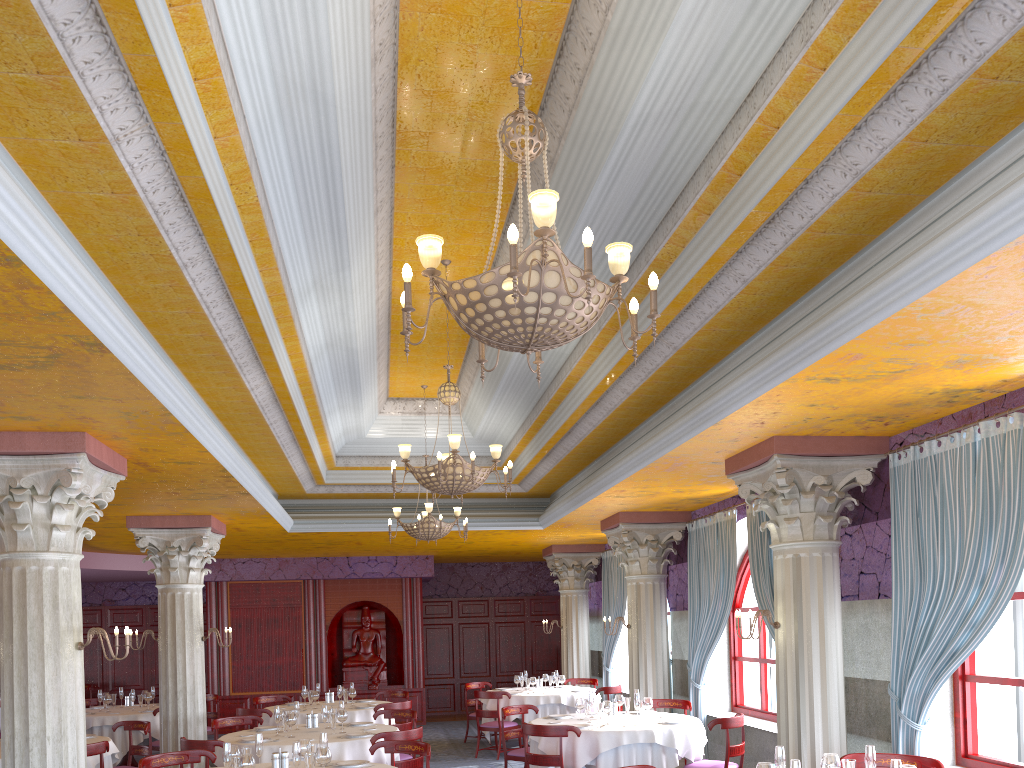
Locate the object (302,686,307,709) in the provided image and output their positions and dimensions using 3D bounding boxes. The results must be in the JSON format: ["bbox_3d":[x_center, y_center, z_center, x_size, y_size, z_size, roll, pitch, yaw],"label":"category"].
[{"bbox_3d":[-3.074,4.638,12.684,0.074,0.331,0.074,-2,-2,27],"label":"object"}]

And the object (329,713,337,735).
[{"bbox_3d":[-1.968,3.741,9.432,0.086,0.234,0.086,-2,-3,16],"label":"object"}]

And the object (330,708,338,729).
[{"bbox_3d":[-2.066,3.884,9.931,0.086,0.234,0.087,-1,-3,-6],"label":"object"}]

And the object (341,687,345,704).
[{"bbox_3d":[-2.647,4.832,13.295,0.122,0.260,0.124,-1,-4,-18],"label":"object"}]

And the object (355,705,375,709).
[{"bbox_3d":[-2.142,4.702,12.460,0.313,0.024,0.325,1,-16,-9],"label":"object"}]

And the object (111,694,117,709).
[{"bbox_3d":[-6.297,5.021,13.549,0.086,0.234,0.087,0,-3,-29],"label":"object"}]

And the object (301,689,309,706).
[{"bbox_3d":[-3.146,4.772,13.031,0.122,0.260,0.124,-1,-4,-18],"label":"object"}]

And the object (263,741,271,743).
[{"bbox_3d":[-2.558,3.734,8.936,0.022,0.003,0.258,-12,-19,33],"label":"object"}]

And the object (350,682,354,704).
[{"bbox_3d":[-2.456,4.749,13.143,0.074,0.331,0.074,-2,-2,27],"label":"object"}]

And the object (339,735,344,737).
[{"bbox_3d":[-1.825,3.803,9.270,0.030,0.010,0.141,-12,-19,36],"label":"object"}]

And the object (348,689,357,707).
[{"bbox_3d":[-2.382,4.685,12.796,0.122,0.260,0.124,-1,-4,-18],"label":"object"}]

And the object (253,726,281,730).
[{"bbox_3d":[-2.883,4.055,10.082,0.315,0.024,0.323,7,-18,-28],"label":"object"}]

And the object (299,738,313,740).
[{"bbox_3d":[-2.156,3.732,8.982,0.161,0.009,0.162,-11,-18,30],"label":"object"}]

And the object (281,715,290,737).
[{"bbox_3d":[-2.468,3.727,9.333,0.086,0.234,0.086,-2,-3,16],"label":"object"}]

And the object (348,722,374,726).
[{"bbox_3d":[-1.812,4.071,10.250,0.315,0.024,0.322,-8,-17,20],"label":"object"}]

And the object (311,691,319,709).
[{"bbox_3d":[-2.882,4.625,12.531,0.122,0.260,0.124,-1,-4,-18],"label":"object"}]

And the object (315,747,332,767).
[{"bbox_3d":[-1.427,2.885,6.489,0.122,0.260,0.124,-2,-4,5],"label":"object"}]

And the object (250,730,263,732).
[{"bbox_3d":[-2.958,4.023,9.925,0.257,0.003,0.022,-13,-19,35],"label":"object"}]

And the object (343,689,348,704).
[{"bbox_3d":[-2.563,4.820,13.212,0.086,0.234,0.087,-1,-3,-6],"label":"object"}]

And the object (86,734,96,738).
[{"bbox_3d":[-4.905,4.019,9.751,0.313,0.024,0.325,1,-16,-9],"label":"object"}]

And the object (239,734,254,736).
[{"bbox_3d":[-2.952,3.904,9.511,0.162,0.009,0.161,-15,-20,39],"label":"object"}]

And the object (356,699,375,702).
[{"bbox_3d":[-2.309,5.008,13.531,0.315,0.024,0.323,7,-18,-28],"label":"object"}]

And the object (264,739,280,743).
[{"bbox_3d":[-2.526,3.719,8.916,0.055,0.019,0.261,-13,-19,38],"label":"object"}]

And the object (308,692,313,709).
[{"bbox_3d":[-2.964,4.663,12.614,0.086,0.234,0.087,0,-3,-29],"label":"object"}]

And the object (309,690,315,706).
[{"bbox_3d":[-3.063,4.807,13.114,0.086,0.234,0.086,-2,-3,16],"label":"object"}]

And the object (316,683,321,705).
[{"bbox_3d":[-2.994,4.787,13.223,0.074,0.331,0.074,-2,-2,27],"label":"object"}]

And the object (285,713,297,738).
[{"bbox_3d":[-2.385,3.688,9.251,0.122,0.260,0.124,-1,-4,-18],"label":"object"}]

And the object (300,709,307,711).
[{"bbox_3d":[-3.023,4.655,12.197,0.055,0.019,0.261,-13,-19,38],"label":"object"}]

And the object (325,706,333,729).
[{"bbox_3d":[-2.150,3.896,10.014,0.122,0.260,0.124,-2,-4,5],"label":"object"}]

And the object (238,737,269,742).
[{"bbox_3d":[-2.715,3.749,9.011,0.313,0.024,0.325,1,-16,-9],"label":"object"}]

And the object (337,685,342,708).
[{"bbox_3d":[-2.536,4.600,12.605,0.074,0.331,0.074,-2,-2,27],"label":"object"}]

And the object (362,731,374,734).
[{"bbox_3d":[-1.549,3.818,9.369,0.262,0.019,0.055,-15,-19,40],"label":"object"}]

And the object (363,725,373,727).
[{"bbox_3d":[-1.678,4.038,10.124,0.028,0.013,0.237,-11,-18,34],"label":"object"}]

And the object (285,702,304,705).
[{"bbox_3d":[-3.380,4.991,13.363,0.317,0.024,0.320,-11,-18,30],"label":"object"}]

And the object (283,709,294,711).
[{"bbox_3d":[-3.212,4.685,12.292,0.313,0.024,0.325,1,-16,-9],"label":"object"}]

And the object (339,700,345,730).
[{"bbox_3d":[-1.959,3.813,9.862,0.074,0.331,0.074,0,-2,-40],"label":"object"}]

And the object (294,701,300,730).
[{"bbox_3d":[-2.497,3.850,9.942,0.074,0.331,0.074,-2,-2,27],"label":"object"}]

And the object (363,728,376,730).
[{"bbox_3d":[-1.627,3.941,9.778,0.161,0.009,0.162,-11,-18,30],"label":"object"}]

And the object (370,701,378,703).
[{"bbox_3d":[-2.174,4.974,13.405,0.028,0.013,0.237,-11,-18,34],"label":"object"}]

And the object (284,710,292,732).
[{"bbox_3d":[-2.566,3.870,9.833,0.086,0.234,0.087,-1,-3,-6],"label":"object"}]

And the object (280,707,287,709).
[{"bbox_3d":[-3.449,4.840,12.792,0.162,0.009,0.161,-15,-20,39],"label":"object"}]

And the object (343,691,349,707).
[{"bbox_3d":[-2.465,4.677,12.712,0.086,0.234,0.086,-2,-3,16],"label":"object"}]

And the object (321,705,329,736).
[{"bbox_3d":[-2.039,3.664,9.324,0.074,0.331,0.074,-2,-2,27],"label":"object"}]

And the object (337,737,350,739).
[{"bbox_3d":[-1.771,3.737,9.045,0.236,0.013,0.028,-13,-17,36],"label":"object"}]

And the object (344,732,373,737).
[{"bbox_3d":[-1.645,3.766,9.179,0.313,0.024,0.325,1,-16,-9],"label":"object"}]

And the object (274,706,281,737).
[{"bbox_3d":[-2.577,3.701,9.403,0.074,0.331,0.074,-1,-2,-18],"label":"object"}]

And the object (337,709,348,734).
[{"bbox_3d":[-1.886,3.748,9.515,0.122,0.260,0.124,1,-5,-40],"label":"object"}]

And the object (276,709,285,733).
[{"bbox_3d":[-2.649,3.836,9.750,0.122,0.260,0.124,1,-5,-40],"label":"object"}]
